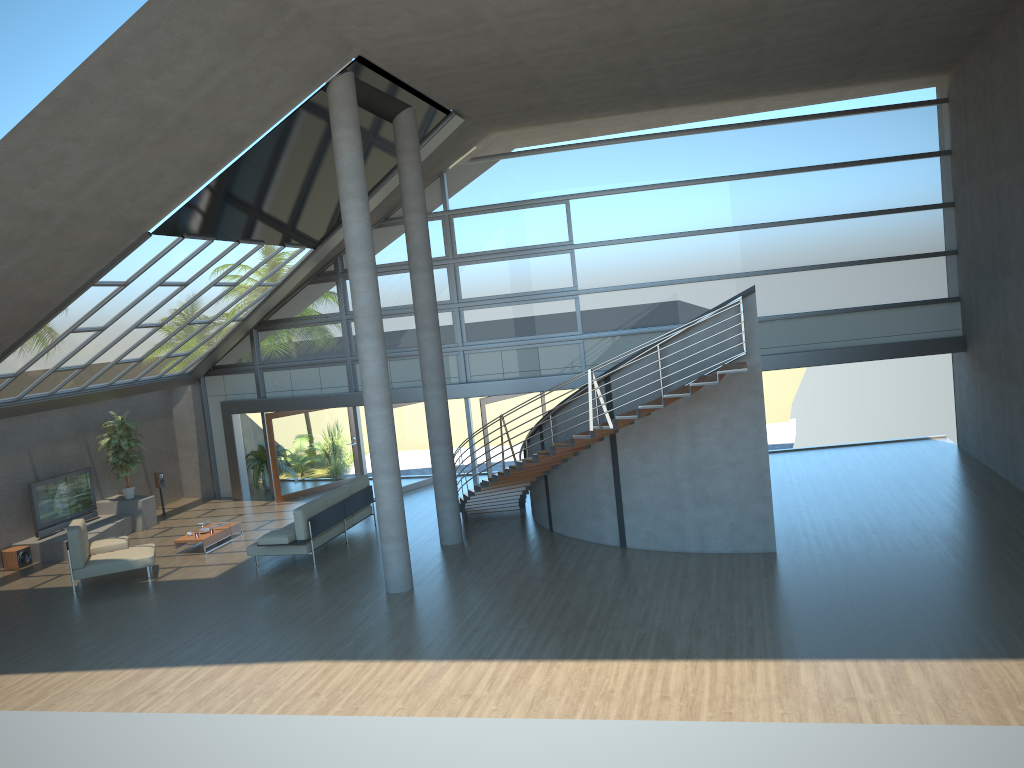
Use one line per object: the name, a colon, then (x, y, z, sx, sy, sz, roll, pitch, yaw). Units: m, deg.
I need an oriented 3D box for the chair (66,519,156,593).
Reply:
chair: (-6.462, 2.652, 14.366, 1.244, 1.023, 1.217, -8, 5, -20)

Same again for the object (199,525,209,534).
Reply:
object: (-5.532, 2.599, 15.921, 0.178, 0.161, 0.178, -9, 6, -34)

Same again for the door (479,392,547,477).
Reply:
door: (0.122, 1.123, 18.550, 0.200, 1.977, 2.298, -3, 6, 35)

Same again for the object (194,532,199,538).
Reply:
object: (-5.554, 2.658, 15.608, 0.085, 0.101, 0.070, -5, 5, 13)

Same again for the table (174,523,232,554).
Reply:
table: (-5.498, 2.788, 16.096, 0.600, 0.250, 1.200, -5, 5, 15)

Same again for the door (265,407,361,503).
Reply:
door: (-4.460, 1.472, 20.110, 0.200, 1.977, 2.298, -1, 7, 43)

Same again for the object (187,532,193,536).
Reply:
object: (-5.754, 2.667, 15.843, 0.102, 0.086, 0.100, -4, 5, 19)

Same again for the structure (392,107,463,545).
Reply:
structure: (-1.355, -0.955, 14.186, 0.381, 7.125, 0.382, -9, 6, -32)

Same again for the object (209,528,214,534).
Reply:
object: (-5.349, 2.620, 15.810, 0.070, 0.101, 0.085, -2, 6, 42)

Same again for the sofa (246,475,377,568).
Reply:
sofa: (-3.379, 2.308, 15.224, 1.166, 0.947, 3.079, -5, 5, 14)

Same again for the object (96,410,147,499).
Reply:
object: (-8.017, 1.448, 18.284, 0.932, 1.857, 0.895, -8, 5, -27)

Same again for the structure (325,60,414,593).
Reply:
structure: (-1.919, -0.709, 11.943, 0.381, 7.125, 0.382, -5, 5, 15)

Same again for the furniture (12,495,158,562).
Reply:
furniture: (-8.025, 2.768, 17.427, 1.577, 0.610, 2.936, -5, 5, 15)

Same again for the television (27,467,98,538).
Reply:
television: (-8.596, 2.274, 17.038, 0.396, 1.063, 1.568, -5, 5, 15)

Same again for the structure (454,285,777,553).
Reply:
structure: (0.855, 0.636, 13.427, 2.349, 3.653, 6.809, -10, 6, -37)

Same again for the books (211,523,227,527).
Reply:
books: (-5.440, 2.619, 16.454, 0.275, 0.005, 0.189, -6, 5, -2)

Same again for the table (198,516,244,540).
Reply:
table: (-5.407, 2.692, 16.478, 0.680, 0.342, 0.400, -5, 5, 15)

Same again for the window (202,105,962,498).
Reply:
window: (0.691, -1.250, 18.189, 16.616, 6.630, 1.098, -5, 5, 13)

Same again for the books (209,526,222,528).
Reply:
books: (-5.469, 2.630, 16.409, 0.275, 0.005, 0.189, -6, 5, -5)

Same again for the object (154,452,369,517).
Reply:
object: (-9.769, 2.791, 17.278, 7.863, 0.982, 21.345, -4, 5, 18)

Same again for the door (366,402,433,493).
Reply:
door: (-2.231, 1.313, 19.221, 0.200, 1.977, 2.298, -2, 6, 38)

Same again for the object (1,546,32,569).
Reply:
object: (-8.927, 3.120, 15.942, 0.425, 0.323, 0.362, -5, 5, 15)
